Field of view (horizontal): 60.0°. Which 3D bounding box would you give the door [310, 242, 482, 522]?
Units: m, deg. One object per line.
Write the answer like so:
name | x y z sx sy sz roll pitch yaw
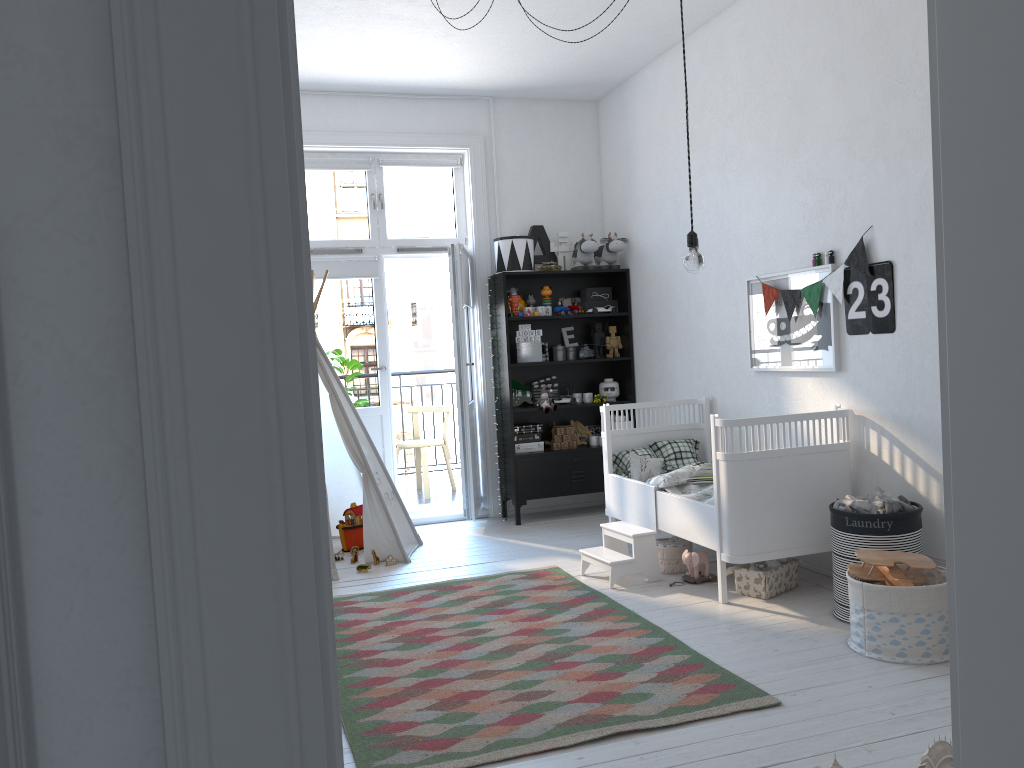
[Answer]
door | -0.790 0.005 5.888 1.263 1.839 0.636 -4 3 -16

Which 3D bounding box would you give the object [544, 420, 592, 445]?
object | 0.394 0.348 6.230 0.337 0.186 0.111 -3 2 -3

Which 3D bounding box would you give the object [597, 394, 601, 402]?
object | 0.600 0.098 6.159 0.042 0.054 0.031 -4 3 -18

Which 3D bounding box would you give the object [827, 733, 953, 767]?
object | 0.981 0.894 1.691 0.539 0.299 0.539 -4 2 -18

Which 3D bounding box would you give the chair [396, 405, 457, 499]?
chair | -0.736 0.544 7.259 0.436 0.716 0.498 -2 3 27

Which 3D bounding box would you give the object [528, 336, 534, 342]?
object | 0.127 -0.301 5.958 0.040 0.040 0.040 -3 2 -3

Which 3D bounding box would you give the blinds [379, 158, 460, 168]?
blinds | -0.635 -1.528 6.135 0.565 0.060 0.032 -4 3 -18

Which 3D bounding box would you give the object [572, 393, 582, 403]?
object | 0.455 0.099 6.161 0.067 0.067 0.067 -3 2 -4

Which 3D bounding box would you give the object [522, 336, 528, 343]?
object | 0.083 -0.298 5.964 0.040 0.040 0.040 -4 2 -13

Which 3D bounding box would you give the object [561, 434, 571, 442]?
object | 0.368 0.371 6.082 0.050 0.050 0.050 -4 2 -18

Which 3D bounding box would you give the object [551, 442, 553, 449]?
object | 0.298 0.423 6.118 0.050 0.050 0.050 -4 2 -18

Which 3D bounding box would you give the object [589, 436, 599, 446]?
object | 0.573 0.397 6.170 0.067 0.067 0.067 -3 2 -4

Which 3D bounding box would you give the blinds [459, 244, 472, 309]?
blinds | -0.304 -0.715 5.967 0.032 0.391 0.565 -3 2 2

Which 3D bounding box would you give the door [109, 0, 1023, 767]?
door | 0.064 0.025 1.237 1.022 2.178 1.040 -4 3 -18

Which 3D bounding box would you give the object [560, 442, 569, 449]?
object | 0.356 0.421 6.079 0.050 0.050 0.050 -4 2 -13

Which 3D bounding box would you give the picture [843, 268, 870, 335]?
picture | 1.526 -0.368 3.930 0.010 0.302 0.152 -4 3 -18

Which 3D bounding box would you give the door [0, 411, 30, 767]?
door | -0.295 0.089 0.059 0.261 2.178 0.981 -4 3 -18

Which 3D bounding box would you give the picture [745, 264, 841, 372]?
picture | 1.374 -0.309 4.390 0.030 0.493 0.703 -4 2 -18

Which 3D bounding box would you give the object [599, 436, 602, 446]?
object | 0.637 0.395 6.132 0.067 0.067 0.067 -3 2 -4

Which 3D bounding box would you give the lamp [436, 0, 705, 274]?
lamp | 0.164 -1.149 3.604 0.074 1.530 1.381 -6 3 -43

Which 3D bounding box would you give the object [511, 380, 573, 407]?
object | 0.190 0.079 6.219 0.542 0.239 0.093 -4 3 -17

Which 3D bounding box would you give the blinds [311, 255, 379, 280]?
blinds | -1.186 -0.782 5.978 0.565 0.158 0.032 -4 3 -18

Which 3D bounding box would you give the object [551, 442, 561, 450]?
object | 0.301 0.425 6.062 0.050 0.050 0.050 -4 2 -18

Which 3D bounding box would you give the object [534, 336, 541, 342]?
object | 0.173 -0.303 5.960 0.040 0.040 0.040 -3 2 12

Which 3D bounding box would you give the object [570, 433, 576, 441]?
object | 0.411 0.367 6.124 0.050 0.050 0.050 -4 2 -18

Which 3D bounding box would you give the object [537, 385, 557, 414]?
object | 0.233 0.103 5.926 0.110 0.186 0.129 -5 3 -31

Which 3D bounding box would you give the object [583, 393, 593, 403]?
object | 0.525 0.096 6.134 0.067 0.067 0.067 -3 2 -4

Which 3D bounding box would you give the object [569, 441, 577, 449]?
object | 0.420 0.417 6.100 0.050 0.050 0.050 -3 2 12

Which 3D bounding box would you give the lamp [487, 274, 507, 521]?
lamp | 0.323 0.067 6.199 0.985 1.685 0.095 -4 3 -20

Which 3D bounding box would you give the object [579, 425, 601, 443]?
object | 0.513 0.364 6.362 0.347 0.120 0.034 -4 3 -18

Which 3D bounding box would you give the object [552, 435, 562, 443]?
object | 0.308 0.374 6.084 0.050 0.050 0.050 -4 2 -18

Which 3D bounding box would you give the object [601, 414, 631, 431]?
object | 0.738 0.319 6.247 0.132 0.199 0.267 -4 2 -18

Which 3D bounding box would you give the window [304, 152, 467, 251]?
window | -0.926 -1.246 6.070 1.262 0.660 0.101 -4 3 -18

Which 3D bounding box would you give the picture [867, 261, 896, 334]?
picture | 1.573 -0.367 3.784 0.013 0.305 0.153 -4 3 -18

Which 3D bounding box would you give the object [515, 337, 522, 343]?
object | 0.044 -0.296 5.954 0.040 0.040 0.040 -3 2 -3

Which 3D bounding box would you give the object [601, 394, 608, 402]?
object | 0.638 0.096 6.139 0.042 0.054 0.031 -2 3 27

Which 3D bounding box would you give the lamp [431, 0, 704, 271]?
lamp | 0.132 -1.142 3.469 0.074 1.530 1.381 -6 3 -43

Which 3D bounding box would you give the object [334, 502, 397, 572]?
object | -0.878 0.872 5.232 0.385 0.284 0.856 -4 2 -26

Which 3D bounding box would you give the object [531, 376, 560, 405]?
object | 0.235 0.046 6.205 0.200 0.199 0.048 -4 3 -18

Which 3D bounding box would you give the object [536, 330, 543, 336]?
object | 0.183 -0.344 5.959 0.040 0.040 0.040 -3 2 7

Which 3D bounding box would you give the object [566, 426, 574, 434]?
object | 0.400 0.319 6.105 0.050 0.050 0.050 -3 2 2

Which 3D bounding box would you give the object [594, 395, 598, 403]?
object | 0.576 0.102 6.095 0.031 0.054 0.042 -2 3 32

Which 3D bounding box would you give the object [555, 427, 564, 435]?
object | 0.325 0.324 6.079 0.050 0.050 0.050 -4 2 -18

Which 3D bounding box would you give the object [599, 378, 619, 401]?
object | 0.684 0.042 6.237 0.139 0.162 0.139 -5 3 -43

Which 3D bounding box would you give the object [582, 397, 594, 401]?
object | 0.521 0.107 6.298 0.163 0.034 0.069 -4 2 -18

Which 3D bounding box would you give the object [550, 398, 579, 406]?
object | 0.348 0.118 6.086 0.230 0.048 0.098 -3 2 7

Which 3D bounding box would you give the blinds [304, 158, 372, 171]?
blinds | -1.224 -1.474 5.947 0.565 0.087 0.032 -4 3 -18

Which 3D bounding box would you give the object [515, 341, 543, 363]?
object | 0.114 -0.213 5.997 0.170 0.138 0.124 -3 2 -3
